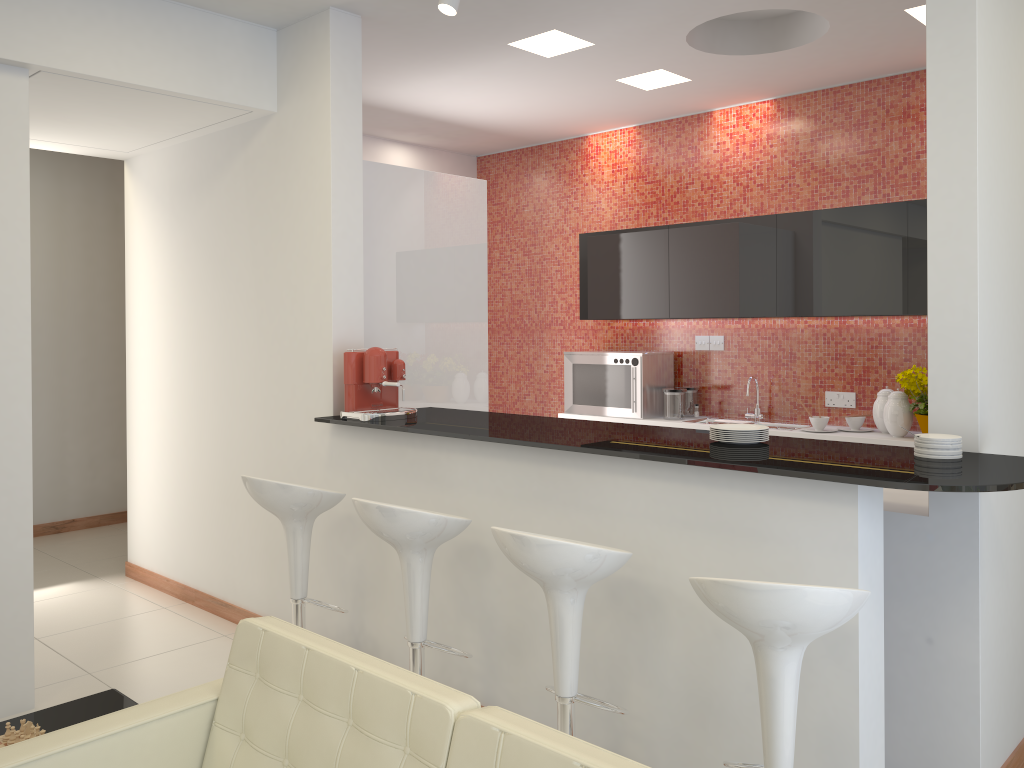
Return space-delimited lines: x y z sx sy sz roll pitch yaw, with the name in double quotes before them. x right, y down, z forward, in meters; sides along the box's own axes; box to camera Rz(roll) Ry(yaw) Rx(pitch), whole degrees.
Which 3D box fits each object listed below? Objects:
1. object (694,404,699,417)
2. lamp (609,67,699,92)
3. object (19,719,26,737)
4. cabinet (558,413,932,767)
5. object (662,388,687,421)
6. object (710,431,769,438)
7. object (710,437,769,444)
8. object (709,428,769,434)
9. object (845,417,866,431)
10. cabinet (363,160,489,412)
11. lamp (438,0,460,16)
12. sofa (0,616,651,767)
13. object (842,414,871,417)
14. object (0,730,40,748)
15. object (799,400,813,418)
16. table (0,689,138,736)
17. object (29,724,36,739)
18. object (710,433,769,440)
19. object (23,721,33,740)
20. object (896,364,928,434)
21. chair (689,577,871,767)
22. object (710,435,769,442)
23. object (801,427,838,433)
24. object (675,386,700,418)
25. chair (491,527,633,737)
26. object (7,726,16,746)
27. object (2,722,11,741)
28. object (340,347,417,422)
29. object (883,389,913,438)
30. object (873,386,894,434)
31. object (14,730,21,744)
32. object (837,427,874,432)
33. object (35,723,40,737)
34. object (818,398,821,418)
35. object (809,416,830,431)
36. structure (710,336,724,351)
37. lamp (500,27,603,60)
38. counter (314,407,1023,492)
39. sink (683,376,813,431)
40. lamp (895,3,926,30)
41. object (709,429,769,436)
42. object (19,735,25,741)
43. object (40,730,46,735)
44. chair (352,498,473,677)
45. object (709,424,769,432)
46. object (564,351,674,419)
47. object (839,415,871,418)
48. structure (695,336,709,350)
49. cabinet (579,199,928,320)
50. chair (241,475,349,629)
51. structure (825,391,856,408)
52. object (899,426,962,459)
"object" 1.312 0.188 6.281 0.037 0.092 0.037 0 1 43
"lamp" 0.900 -1.942 5.612 0.409 0.034 0.409 3 5 43
"object" -1.444 1.014 2.615 0.030 0.044 0.030 -1 2 -39
"cabinet" 1.063 0.817 5.055 3.337 0.984 2.497 3 4 43
"object" 1.143 0.142 6.225 0.172 0.215 0.172 -1 2 -28
"object" 0.826 0.183 3.219 0.210 0.015 0.210 -1 4 -3
"object" 0.826 0.204 3.219 0.210 0.015 0.210 -1 4 -3
"object" 0.826 0.170 3.219 0.210 0.015 0.210 -1 4 -3
"object" 2.126 0.245 5.483 0.121 0.084 0.121 0 3 8
"cabinet" -1.098 0.036 5.490 1.637 2.522 1.058 1 1 43
"lamp" 0.228 -1.682 3.384 1.823 0.199 0.112 3 3 43
"sofa" -0.070 1.097 1.106 2.566 0.922 1.001 3 4 43
"object" 2.132 0.198 5.488 0.234 0.009 0.008 -2 2 -22
"object" -1.438 1.058 2.417 0.360 0.021 0.360 3 5 43
"object" 1.858 0.190 5.521 0.011 0.178 0.164 -1 2 -33
"table" -1.408 1.277 2.440 0.701 0.422 0.917 2 4 43
"object" -1.386 1.012 2.560 0.030 0.055 0.030 -1 1 -39
"object" 0.826 0.190 3.219 0.210 0.015 0.210 -1 4 -3
"object" -1.415 1.012 2.587 0.030 0.052 0.030 0 1 36
"object" 2.435 0.092 4.979 0.503 0.449 0.522 -2 3 -44
"chair" 0.706 0.973 2.337 0.457 1.020 0.465 0 1 29
"object" 0.826 0.197 3.219 0.210 0.015 0.210 -1 4 -3
"object" 1.899 0.287 5.471 0.218 0.014 0.219 -1 4 -7
"object" 1.273 0.129 6.422 0.172 0.215 0.172 -1 2 -28
"chair" 0.170 0.946 2.837 0.465 1.020 0.457 -1 1 -36
"object" -1.443 1.015 2.558 0.030 0.050 0.030 -1 1 -39
"object" -1.472 1.013 2.586 0.030 0.050 0.030 -1 1 -39
"object" -0.581 -0.006 4.140 0.321 0.336 0.321 1 3 43
"object" 2.249 0.169 5.156 0.159 0.283 0.160 0 1 5
"object" 2.264 0.157 5.346 0.159 0.283 0.160 0 1 5
"object" -1.413 1.016 2.531 0.030 0.050 0.030 -1 1 -39
"object" 2.126 0.284 5.483 0.218 0.014 0.218 -4 5 -42
"object" -1.357 1.006 2.533 0.030 0.069 0.030 -1 1 -39
"object" 1.922 0.188 5.525 0.009 0.195 0.140 0 1 13
"object" 1.899 0.247 5.471 0.121 0.084 0.121 -2 3 -27
"structure" 1.471 -0.293 6.355 0.114 0.104 0.008 2 2 43
"lamp" 0.217 -1.891 4.886 0.409 0.034 0.409 3 5 43
"counter" 0.391 0.207 3.463 2.966 0.019 0.736 3 5 43
"sink" 1.585 0.218 5.924 0.808 0.537 0.417 2 3 43
"lamp" 2.188 -1.875 4.401 0.409 0.034 0.409 3 5 43
"object" 0.826 0.177 3.219 0.210 0.015 0.210 -1 4 -3
"object" -1.384 1.018 2.504 0.030 0.050 0.030 -1 1 -39
"object" -1.328 1.010 2.505 0.030 0.064 0.030 -1 1 -39
"chair" -0.363 0.918 3.338 0.465 1.020 0.457 -1 1 -36
"object" 0.826 0.163 3.219 0.210 0.015 0.210 -1 4 -3
"object" 0.786 -0.005 6.626 0.722 0.470 0.436 2 3 43
"object" 2.116 0.199 5.464 0.234 0.009 0.008 -2 2 -17
"structure" 1.383 -0.298 6.434 0.114 0.104 0.013 2 2 43
"cabinet" 1.813 -0.767 5.790 3.244 0.659 0.352 3 3 43
"chair" -0.941 0.888 3.882 0.465 1.020 0.457 -1 1 -36
"structure" 2.127 0.102 5.735 0.198 0.099 0.016 2 2 43
"object" 1.351 0.181 2.846 0.173 0.097 0.140 2 3 36
